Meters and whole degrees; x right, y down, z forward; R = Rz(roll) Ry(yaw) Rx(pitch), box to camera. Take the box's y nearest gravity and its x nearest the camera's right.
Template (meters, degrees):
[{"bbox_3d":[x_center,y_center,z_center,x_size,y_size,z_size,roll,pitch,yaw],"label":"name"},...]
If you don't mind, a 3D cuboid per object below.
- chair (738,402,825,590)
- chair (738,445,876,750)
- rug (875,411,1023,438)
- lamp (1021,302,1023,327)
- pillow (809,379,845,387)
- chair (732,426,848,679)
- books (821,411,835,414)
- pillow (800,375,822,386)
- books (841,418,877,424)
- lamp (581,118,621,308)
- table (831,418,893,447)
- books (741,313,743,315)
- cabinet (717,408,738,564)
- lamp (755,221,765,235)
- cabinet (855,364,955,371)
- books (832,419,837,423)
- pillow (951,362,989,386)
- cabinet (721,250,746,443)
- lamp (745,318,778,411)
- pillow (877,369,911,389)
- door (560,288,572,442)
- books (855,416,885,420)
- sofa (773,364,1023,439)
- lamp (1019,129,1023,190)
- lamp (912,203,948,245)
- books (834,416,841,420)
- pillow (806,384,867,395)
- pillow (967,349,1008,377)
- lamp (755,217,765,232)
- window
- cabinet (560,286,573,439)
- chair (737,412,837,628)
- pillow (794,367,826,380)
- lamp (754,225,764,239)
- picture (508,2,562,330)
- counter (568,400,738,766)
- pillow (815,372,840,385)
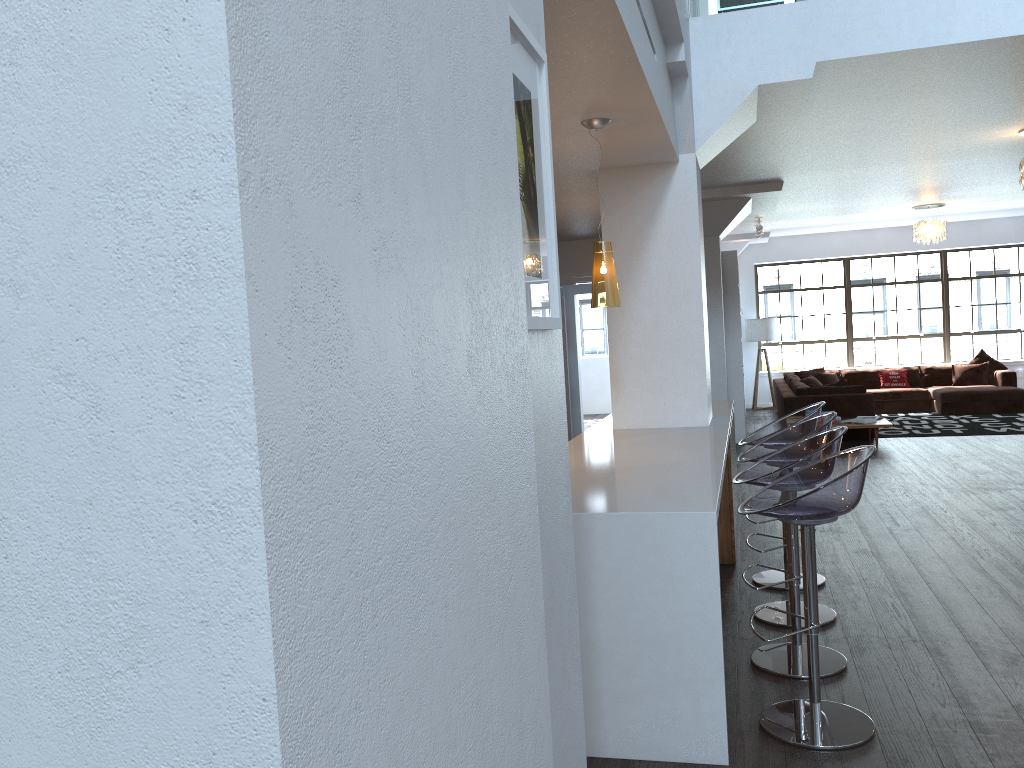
[{"bbox_3d":[1.549,0.617,5.046,0.481,1.014,0.530,-3,3,17],"label":"chair"},{"bbox_3d":[1.078,0.736,3.209,0.481,1.014,0.530,-3,3,17],"label":"chair"},{"bbox_3d":[6.790,0.474,11.805,4.200,0.007,3.100,-3,3,16],"label":"rug"},{"bbox_3d":[8.505,-0.539,14.232,0.545,1.579,0.545,-2,3,26],"label":"lamp"},{"bbox_3d":[4.128,0.134,11.472,0.269,0.411,0.559,-5,3,-29],"label":"pillow"},{"bbox_3d":[1.211,0.697,3.827,0.481,1.014,0.530,-3,3,13],"label":"chair"},{"bbox_3d":[3.802,0.350,10.774,0.224,0.027,0.157,-2,3,20],"label":"books"},{"bbox_3d":[4.388,0.071,12.879,0.325,0.391,0.625,-2,3,31],"label":"pillow"},{"bbox_3d":[4.021,0.428,10.293,0.231,0.040,0.342,-5,3,-35],"label":"books"},{"bbox_3d":[1.495,-1.382,5.095,2.842,1.807,0.149,-5,3,-36],"label":"lamp"},{"bbox_3d":[3.852,0.584,10.485,1.100,0.271,0.853,-3,3,15],"label":"table"},{"bbox_3d":[3.786,-1.197,15.215,0.284,0.035,0.197,-1,4,45],"label":"books"},{"bbox_3d":[0.851,0.750,5.287,0.898,0.796,4.493,-3,3,15],"label":"cabinet"},{"bbox_3d":[3.643,-2.297,13.079,0.120,0.211,0.111,-5,3,-26],"label":"lamp"},{"bbox_3d":[6.622,0.019,14.939,1.520,0.625,0.350,-3,3,15],"label":"cabinet"},{"bbox_3d":[3.636,0.447,10.405,0.236,0.035,0.340,-1,4,40],"label":"books"},{"bbox_3d":[7.102,-0.153,13.751,0.542,0.362,0.248,-1,3,36],"label":"pillow"},{"bbox_3d":[3.217,-0.593,13.313,0.461,2.414,4.500,-3,3,15],"label":"cabinet"},{"bbox_3d":[4.367,-0.349,15.440,0.545,1.579,0.545,-3,3,4],"label":"lamp"},{"bbox_3d":[6.089,-0.076,14.146,0.465,0.308,0.220,-3,3,11],"label":"pillow"},{"bbox_3d":[0.272,-0.101,10.632,0.826,2.032,0.174,-3,3,15],"label":"door"},{"bbox_3d":[4.258,0.400,10.585,0.256,0.035,0.350,-1,4,40],"label":"books"},{"bbox_3d":[5.591,0.175,12.629,3.481,0.664,4.197,-3,3,15],"label":"sofa"},{"bbox_3d":[4.565,-1.907,7.541,0.442,0.539,0.441,-5,3,-33],"label":"lamp"},{"bbox_3d":[5.849,-2.226,12.426,0.442,0.539,0.441,-5,3,-33],"label":"lamp"},{"bbox_3d":[3.806,0.417,10.775,0.312,0.037,0.216,-3,3,5],"label":"books"},{"bbox_3d":[4.100,0.191,11.207,0.750,0.364,0.289,-3,3,14],"label":"pillow"},{"bbox_3d":[7.338,-0.255,13.853,0.651,0.587,0.335,-4,3,-6],"label":"pillow"},{"bbox_3d":[3.514,-2.265,12.591,0.120,0.211,0.111,-6,4,-41],"label":"lamp"},{"bbox_3d":[6.682,-1.275,15.403,4.648,1.905,0.114,-3,3,15],"label":"window"},{"bbox_3d":[0.191,-0.599,11.296,0.527,2.991,2.630,-3,3,15],"label":"cabinet"},{"bbox_3d":[1.389,0.657,4.437,0.481,1.014,0.530,-3,3,13],"label":"chair"},{"bbox_3d":[4.916,-0.053,14.409,0.580,0.418,0.334,-4,3,-12],"label":"pillow"},{"bbox_3d":[3.775,-2.330,13.580,0.120,0.211,0.111,-4,3,-11],"label":"lamp"},{"bbox_3d":[0.006,-0.335,1.387,0.018,0.500,0.500,-3,3,15],"label":"picture"},{"bbox_3d":[1.321,0.788,3.483,3.039,0.860,8.182,-4,3,-14],"label":"counter"},{"bbox_3d":[5.077,-0.037,14.268,0.489,0.337,0.238,-4,3,-16],"label":"pillow"}]
